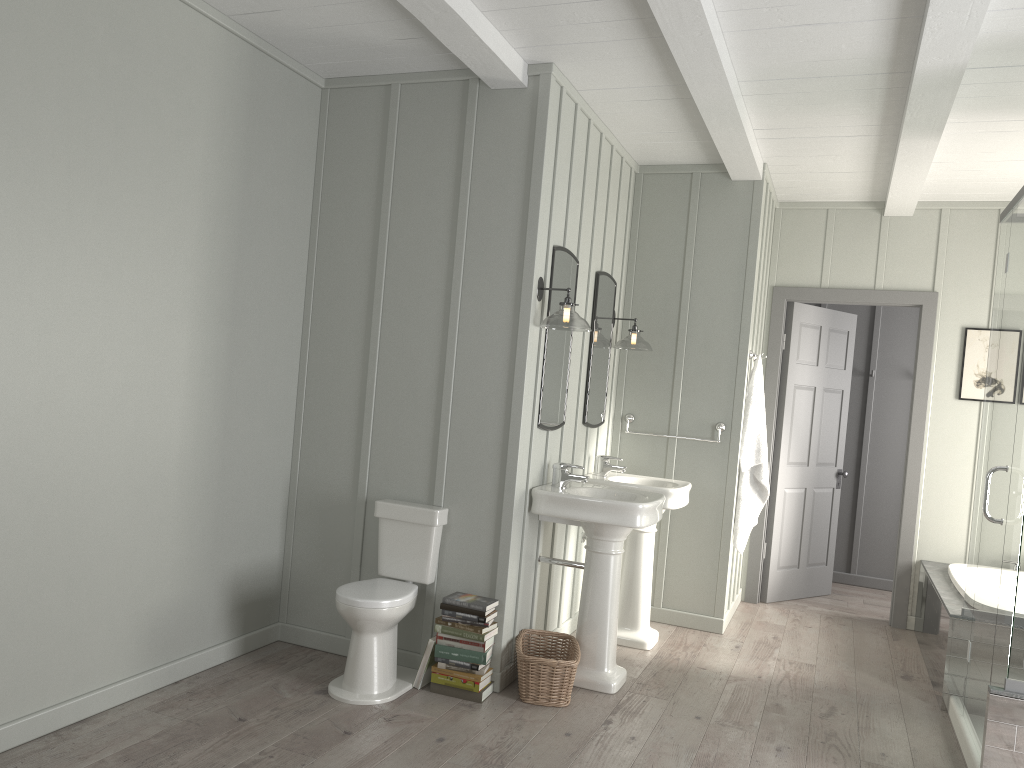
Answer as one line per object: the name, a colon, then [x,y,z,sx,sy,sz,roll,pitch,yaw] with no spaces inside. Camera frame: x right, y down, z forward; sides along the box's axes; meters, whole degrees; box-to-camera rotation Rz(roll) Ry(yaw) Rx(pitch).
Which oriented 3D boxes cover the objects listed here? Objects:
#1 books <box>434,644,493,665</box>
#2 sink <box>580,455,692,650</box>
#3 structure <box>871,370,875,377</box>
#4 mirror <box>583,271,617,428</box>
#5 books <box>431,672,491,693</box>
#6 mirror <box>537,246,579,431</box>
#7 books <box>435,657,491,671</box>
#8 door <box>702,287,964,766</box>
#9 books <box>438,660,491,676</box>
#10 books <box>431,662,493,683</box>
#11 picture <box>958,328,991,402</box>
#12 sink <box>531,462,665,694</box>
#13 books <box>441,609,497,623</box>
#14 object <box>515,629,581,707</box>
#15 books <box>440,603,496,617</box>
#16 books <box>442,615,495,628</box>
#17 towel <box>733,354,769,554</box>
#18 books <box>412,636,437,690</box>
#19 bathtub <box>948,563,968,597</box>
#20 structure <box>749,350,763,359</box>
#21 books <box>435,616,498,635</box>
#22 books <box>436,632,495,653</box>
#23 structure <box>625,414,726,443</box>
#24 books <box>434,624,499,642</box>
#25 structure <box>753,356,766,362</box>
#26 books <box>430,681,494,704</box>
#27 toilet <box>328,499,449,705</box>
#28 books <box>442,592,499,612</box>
books: [-0.209,1.168,3.878,0.232,0.053,0.156,5,0,13]
sink: [0.665,0.924,4.938,0.581,1.014,0.555,5,1,22]
structure: [2.868,-0.081,7.028,0.020,0.051,0.132,5,0,21]
mirror: [0.505,-0.189,5.016,0.015,0.884,0.414,5,1,21]
books: [-0.221,1.286,3.875,0.228,0.041,0.158,5,0,20]
mirror: [0.227,-0.213,4.270,0.015,0.884,0.414,5,1,21]
books: [-0.214,1.206,3.874,0.212,0.024,0.146,5,0,22]
door: [0.815,0.345,3.216,4.367,2.197,7.584,5,0,21]
books: [-0.208,1.230,3.883,0.210,0.025,0.147,5,0,12]
books: [-0.217,1.254,3.877,0.238,0.024,0.145,5,0,23]
picture: [3.017,-0.117,5.573,0.321,0.461,0.012,5,1,23]
sink: [0.389,0.900,4.197,0.581,1.014,0.555,5,1,22]
books: [-0.184,1.000,3.864,0.212,0.024,0.146,5,0,22]
object: [0.153,1.279,3.983,0.293,0.220,0.462,5,0,3]
books: [-0.192,0.974,3.868,0.212,0.024,0.146,5,0,19]
books: [-0.189,1.024,3.878,0.210,0.025,0.147,5,0,12]
towel: [1.482,0.426,5.341,0.166,1.205,0.310,6,1,27]
books: [-0.359,1.231,3.939,0.094,0.235,0.166,5,1,21]
bathtub: [2.957,1.237,4.736,1.075,0.490,1.521,5,0,21]
structure: [1.476,-0.174,5.345,0.081,0.056,0.055,5,1,22]
books: [-0.199,1.047,3.873,0.239,0.024,0.144,5,0,28]
books: [-0.202,1.115,3.881,0.228,0.052,0.152,5,0,17]
structure: [0.974,0.268,5.345,0.617,0.123,0.053,5,1,23]
books: [-0.199,1.074,3.873,0.241,0.032,0.166,5,0,22]
structure: [1.562,-0.167,5.576,0.081,0.056,0.055,5,1,22]
books: [-0.218,1.332,3.886,0.245,0.049,0.160,5,0,20]
toilet: [-0.559,0.934,3.873,0.340,0.787,0.511,5,1,21]
books: [-0.179,0.951,3.863,0.213,0.024,0.146,5,0,24]
